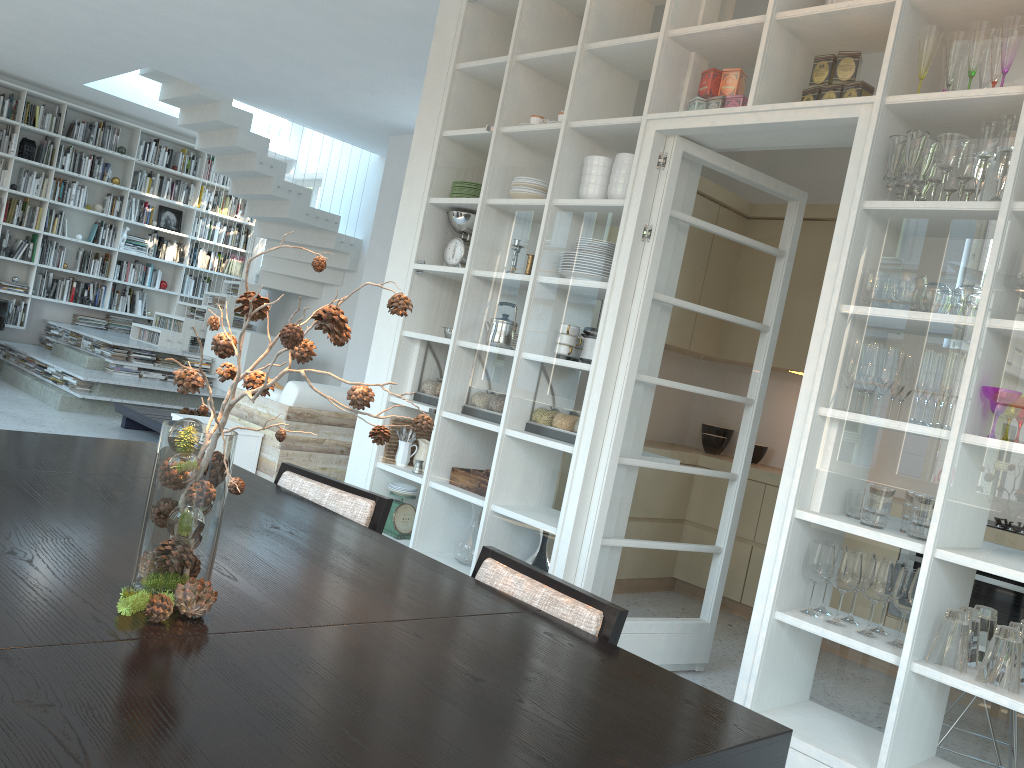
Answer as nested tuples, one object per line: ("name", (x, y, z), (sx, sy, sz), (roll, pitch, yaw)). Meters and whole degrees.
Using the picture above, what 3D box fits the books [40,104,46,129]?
("books", (-5.318, -3.005, 10.013), (0.010, 0.297, 0.167), (10, 2, -44))

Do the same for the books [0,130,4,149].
("books", (-5.657, -2.669, 9.763), (0.032, 0.248, 0.173), (10, 2, -44))

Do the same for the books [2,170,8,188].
("books", (-5.666, -2.277, 9.872), (0.030, 0.205, 0.158), (10, 2, -44))

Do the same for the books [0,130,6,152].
("books", (-5.646, -2.674, 9.795), (0.029, 0.261, 0.132), (10, 2, -44))

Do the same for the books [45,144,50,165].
("books", (-5.315, -2.611, 10.106), (0.005, 0.255, 0.158), (10, 2, -44))

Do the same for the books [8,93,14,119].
("books", (-5.556, -3.055, 9.799), (0.012, 0.308, 0.138), (10, 2, -44))

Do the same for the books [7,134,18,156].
("books", (-5.542, -2.641, 9.805), (0.037, 0.237, 0.272), (10, 2, -44))

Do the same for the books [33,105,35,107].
("books", (-5.406, -3.005, 9.969), (0.007, 0.264, 0.132), (10, 2, -44))

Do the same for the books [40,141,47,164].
("books", (-5.344, -2.624, 10.072), (0.022, 0.272, 0.181), (10, 2, -44))

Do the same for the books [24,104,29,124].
("books", (-5.434, -2.996, 9.886), (0.007, 0.239, 0.191), (10, 2, -44))

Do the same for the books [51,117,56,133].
("books", (-5.250, -2.940, 10.102), (0.022, 0.194, 0.181), (10, 2, -44))

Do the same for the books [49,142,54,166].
("books", (-5.292, -2.626, 10.153), (0.005, 0.292, 0.130), (10, 2, -44))

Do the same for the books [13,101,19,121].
("books", (-5.520, -3.013, 9.834), (0.014, 0.239, 0.153), (10, 2, -44))

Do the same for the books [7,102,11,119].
("books", (-5.580, -3.007, 9.796), (0.014, 0.204, 0.134), (10, 2, -44))

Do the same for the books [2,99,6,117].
("books", (-5.608, -3.018, 9.737), (0.012, 0.217, 0.179), (10, 2, -44))

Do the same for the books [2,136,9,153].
("books", (-5.622, -2.639, 9.806), (0.029, 0.202, 0.191), (10, 2, -44))

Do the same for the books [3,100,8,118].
("books", (-5.586, -3.006, 9.737), (0.023, 0.202, 0.193), (10, 2, -44))

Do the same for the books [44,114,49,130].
("books", (-5.299, -2.952, 10.041), (0.024, 0.202, 0.180), (10, 2, -44))

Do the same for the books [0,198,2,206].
("books", (-5.737, -1.945, 9.891), (0.023, 0.265, 0.107), (10, 2, -44))

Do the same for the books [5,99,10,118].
("books", (-5.595, -3.024, 9.786), (0.026, 0.234, 0.137), (10, 2, -44))

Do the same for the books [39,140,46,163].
("books", (-5.346, -2.625, 10.051), (0.021, 0.272, 0.190), (10, 2, -44))

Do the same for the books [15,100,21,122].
("books", (-5.510, -3.020, 9.850), (0.022, 0.257, 0.136), (10, 2, -44))

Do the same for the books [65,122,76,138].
("books", (-5.098, -2.917, 10.236), (0.046, 0.206, 0.183), (10, 2, -44))

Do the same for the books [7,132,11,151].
("books", (-5.607, -2.687, 9.846), (0.010, 0.299, 0.133), (10, 2, -44))

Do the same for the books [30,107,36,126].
("books", (-5.393, -2.986, 9.937), (0.015, 0.234, 0.170), (10, 2, -44))

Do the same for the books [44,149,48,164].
("books", (-5.333, -2.592, 10.108), (0.013, 0.211, 0.139), (10, 2, -44))

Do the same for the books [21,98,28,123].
("books", (-5.456, -3.031, 9.883), (0.007, 0.298, 0.180), (10, 2, -44))

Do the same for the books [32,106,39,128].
("books", (-5.364, -2.991, 9.968), (0.054, 0.255, 0.190), (10, 2, -44))

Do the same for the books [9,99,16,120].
("books", (-5.543, -3.019, 9.808), (0.028, 0.244, 0.161), (10, 2, -44))

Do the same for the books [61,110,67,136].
("books", (-5.157, -2.978, 10.160), (0.019, 0.304, 0.175), (10, 2, -44))

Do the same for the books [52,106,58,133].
("books", (-5.236, -3.006, 10.125), (0.012, 0.330, 0.128), (10, 2, -44))

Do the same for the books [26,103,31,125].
("books", (-5.420, -3.005, 9.921), (0.034, 0.261, 0.157), (10, 2, -44))

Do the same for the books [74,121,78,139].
("books", (-5.079, -2.934, 10.272), (0.011, 0.244, 0.172), (10, 2, -44))

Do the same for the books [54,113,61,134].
("books", (-5.207, -2.961, 10.117), (0.029, 0.253, 0.186), (10, 2, -44))

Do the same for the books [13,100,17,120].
("books", (-5.535, -3.018, 9.830), (0.014, 0.244, 0.145), (10, 2, -44))

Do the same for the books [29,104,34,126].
("books", (-5.410, -3.004, 9.941), (0.008, 0.262, 0.142), (10, 2, -44))

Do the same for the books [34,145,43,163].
("books", (-5.379, -2.602, 10.070), (0.019, 0.214, 0.155), (10, 2, -44))

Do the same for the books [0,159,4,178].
("books", (-5.689, -2.338, 9.833), (0.012, 0.319, 0.139), (10, 2, -44))

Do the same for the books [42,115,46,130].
("books", (-5.317, -2.945, 10.024), (0.022, 0.180, 0.172), (10, 2, -44))

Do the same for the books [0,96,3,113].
("books", (-5.629, -3.032, 9.720), (0.023, 0.236, 0.153), (10, 2, -44))

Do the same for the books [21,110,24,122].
("books", (-5.486, -2.989, 9.889), (0.016, 0.204, 0.143), (10, 2, -44))

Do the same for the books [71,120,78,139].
("books", (-5.080, -2.933, 10.259), (0.009, 0.244, 0.173), (10, 2, -44))

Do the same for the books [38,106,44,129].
("books", (-5.346, -2.999, 10.012), (0.030, 0.274, 0.151), (10, 2, -44))

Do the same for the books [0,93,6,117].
("books", (-5.604, -3.044, 9.721), (0.010, 0.270, 0.179), (10, 2, -44))

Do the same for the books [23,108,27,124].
("books", (-5.463, -2.979, 9.897), (0.015, 0.193, 0.160), (10, 2, -44))

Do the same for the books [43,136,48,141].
("books", (-5.342, -2.659, 10.087), (0.025, 0.339, 0.142), (10, 2, -44))

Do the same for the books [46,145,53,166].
("books", (-5.291, -2.602, 10.112), (0.013, 0.248, 0.186), (10, 2, -44))

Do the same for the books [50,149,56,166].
("books", (-5.272, -2.581, 10.134), (0.008, 0.214, 0.223), (10, 2, -44))

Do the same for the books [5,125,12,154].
("books", (-5.600, -2.702, 9.825), (0.012, 0.334, 0.155), (10, 2, -44))

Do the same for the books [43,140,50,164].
("books", (-5.321, -2.628, 10.084), (0.021, 0.288, 0.179), (10, 2, -44))

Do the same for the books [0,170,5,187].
("books", (-5.684, -2.276, 9.848), (0.030, 0.198, 0.171), (10, 2, -44))

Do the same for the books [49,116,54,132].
("books", (-5.271, -2.949, 10.091), (0.025, 0.203, 0.162), (10, 2, -44))

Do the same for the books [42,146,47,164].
("books", (-5.350, -2.598, 10.093), (0.024, 0.217, 0.168), (10, 2, -44))

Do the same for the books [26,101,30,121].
("books", (-5.439, -3.018, 9.913), (0.007, 0.279, 0.150), (10, 2, -44))

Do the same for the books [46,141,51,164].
("books", (-5.324, -2.630, 10.132), (0.013, 0.289, 0.131), (10, 2, -44))

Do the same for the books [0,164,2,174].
("books", (-5.693, -2.306, 9.814), (0.012, 0.254, 0.160), (10, 2, -44))

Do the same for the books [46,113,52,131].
("books", (-5.275, -2.954, 10.057), (0.031, 0.213, 0.169), (10, 2, -44))
